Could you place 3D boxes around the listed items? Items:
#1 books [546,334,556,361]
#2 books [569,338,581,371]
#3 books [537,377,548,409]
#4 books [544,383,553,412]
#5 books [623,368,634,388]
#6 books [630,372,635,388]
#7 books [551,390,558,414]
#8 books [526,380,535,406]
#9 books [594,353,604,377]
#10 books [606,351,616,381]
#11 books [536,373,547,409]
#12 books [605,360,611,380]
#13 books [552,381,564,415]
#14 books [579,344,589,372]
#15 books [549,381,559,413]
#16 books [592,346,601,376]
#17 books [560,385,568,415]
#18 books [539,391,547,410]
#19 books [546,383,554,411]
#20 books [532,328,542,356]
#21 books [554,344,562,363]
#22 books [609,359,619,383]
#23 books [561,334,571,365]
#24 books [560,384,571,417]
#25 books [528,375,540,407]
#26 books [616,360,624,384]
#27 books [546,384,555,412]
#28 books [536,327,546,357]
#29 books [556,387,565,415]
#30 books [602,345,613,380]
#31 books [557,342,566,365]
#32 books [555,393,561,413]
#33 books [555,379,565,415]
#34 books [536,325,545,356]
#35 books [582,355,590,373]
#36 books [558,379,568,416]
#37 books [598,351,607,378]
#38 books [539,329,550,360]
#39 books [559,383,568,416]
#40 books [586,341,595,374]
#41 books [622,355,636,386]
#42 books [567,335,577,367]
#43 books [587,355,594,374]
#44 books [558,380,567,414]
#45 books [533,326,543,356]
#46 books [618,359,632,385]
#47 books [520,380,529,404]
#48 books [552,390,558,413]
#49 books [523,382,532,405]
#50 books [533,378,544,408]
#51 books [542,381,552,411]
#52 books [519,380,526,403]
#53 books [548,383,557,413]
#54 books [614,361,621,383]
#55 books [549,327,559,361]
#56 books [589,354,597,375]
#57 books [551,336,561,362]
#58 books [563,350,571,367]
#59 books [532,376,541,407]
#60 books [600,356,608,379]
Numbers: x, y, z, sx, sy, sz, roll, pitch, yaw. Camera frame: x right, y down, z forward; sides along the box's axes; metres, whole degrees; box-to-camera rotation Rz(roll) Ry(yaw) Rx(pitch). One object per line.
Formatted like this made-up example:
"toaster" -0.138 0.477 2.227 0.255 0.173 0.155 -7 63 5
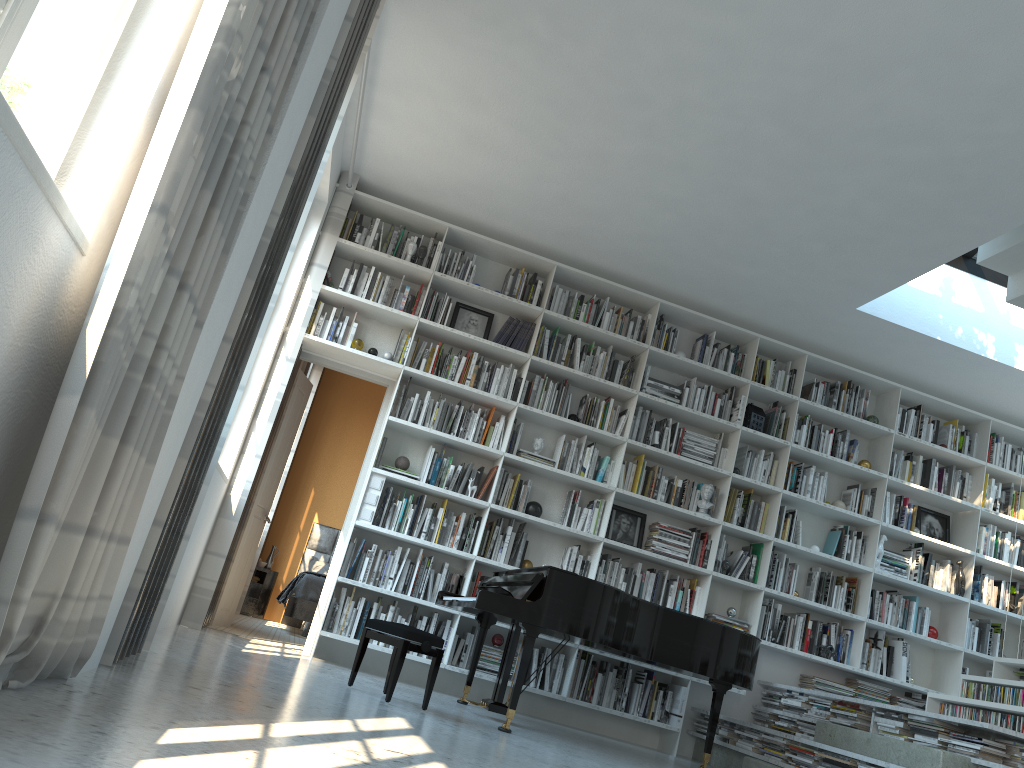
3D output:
"books" 0.266 -0.234 6.596 0.011 0.259 0.157 18 -16 -9
"books" 0.467 -0.184 6.625 0.075 0.284 0.179 18 -16 -9
"books" 0.200 0.099 6.492 0.010 0.282 0.184 18 -16 -9
"books" 0.242 0.127 6.490 0.012 0.251 0.184 18 -16 -9
"books" 0.868 -0.005 6.714 0.028 0.211 0.135 18 -16 -9
"books" 0.886 0.012 6.722 0.019 0.193 0.098 18 -16 -9
"books" 0.284 0.164 6.499 0.011 0.208 0.181 18 -16 -9
"books" 0.113 0.097 6.491 0.012 0.239 0.134 18 -16 -9
"books" 0.624 -0.103 6.642 0.021 0.225 0.192 18 -16 -9
"books" 0.717 -0.096 6.693 0.022 0.289 0.147 18 -16 -9
"books" 0.190 0.085 6.516 0.011 0.316 0.155 18 -16 -9
"books" 0.686 -0.068 6.676 0.024 0.213 0.150 18 -16 -9
"books" 0.314 0.134 6.519 0.011 0.290 0.177 18 -16 -9
"books" 0.508 -0.155 6.645 0.027 0.264 0.169 18 -16 -9
"books" 0.281 0.130 6.514 0.011 0.278 0.169 18 -16 -9
"books" 0.604 -0.132 6.669 0.026 0.285 0.138 18 -16 -9
"books" 0.355 0.155 6.537 0.004 0.283 0.167 18 -16 -9
"books" 0.201 0.153 6.499 0.029 0.186 0.149 18 -16 -9
"books" 0.248 0.131 6.516 0.010 0.261 0.170 18 -16 -9
"books" 0.156 -0.272 6.565 0.023 0.255 0.175 18 -16 -9
"books" 0.313 -0.187 6.603 0.024 0.201 0.153 18 -16 -9
"books" 0.737 -0.059 6.668 0.030 0.217 0.183 18 -16 -9
"books" 0.376 -0.215 6.617 0.023 0.292 0.156 18 -16 -9
"books" 0.367 0.152 6.521 0.011 0.286 0.189 18 -16 -9
"books" 0.137 0.083 6.492 0.026 0.278 0.151 18 -16 -9
"books" 0.780 -0.048 6.696 0.025 0.236 0.153 18 -16 -9
"books" 0.257 0.137 6.517 0.011 0.255 0.152 18 -16 -9
"books" 0.197 -0.271 6.588 0.010 0.286 0.148 18 -16 -9
"books" 0.333 0.157 6.524 0.010 0.261 0.158 18 -16 -9
"books" 0.688 -0.124 6.667 0.011 0.312 0.184 18 -16 -9
"books" 0.342 -0.189 6.603 0.029 0.218 0.158 18 -16 -9
"books" 0.309 0.177 6.535 0.012 0.216 0.133 18 -16 -9
"books" 0.332 0.129 6.538 0.004 0.320 0.153 18 -16 -9
"books" 0.184 -0.279 6.610 0.014 0.308 0.130 18 -16 -9
"books" 0.525 -0.108 6.631 0.028 0.179 0.168 18 -16 -9
"books" 0.351 0.131 6.545 0.005 0.330 0.162 18 -16 -9
"books" 0.647 -0.107 6.668 0.028 0.260 0.136 18 -16 -9
"books" 0.230 -0.251 6.599 0.067 0.273 0.168 18 -16 -9
"books" 0.353 0.144 6.541 0.005 0.304 0.163 18 -16 -9
"books" 0.560 -0.161 6.652 0.012 0.307 0.145 18 -16 -9
"books" 0.845 -0.066 6.696 0.058 0.301 0.175 18 -16 -9
"books" 0.423 -0.205 6.646 0.013 0.314 0.135 18 -16 -9
"books" 0.558 -0.106 6.666 0.024 0.211 0.128 18 -16 -9
"books" 0.344 0.137 6.545 0.005 0.315 0.157 18 -16 -9
"books" 0.173 -0.276 6.585 0.013 0.282 0.159 18 -16 -9
"books" 0.826 -0.053 6.688 0.055 0.263 0.167 18 -16 -9
"books" 0.066 0.094 6.495 0.029 0.224 0.137 18 -16 -9
"books" 0.290 0.165 6.527 0.011 0.226 0.130 18 -16 -9
"books" 0.090 0.104 6.497 0.024 0.218 0.140 18 -16 -9
"books" 0.169 0.102 6.493 0.024 0.261 0.178 18 -16 -9
"books" 0.234 0.118 6.489 0.009 0.262 0.190 18 -16 -9
"books" 0.049 0.089 6.466 0.015 0.207 0.186 18 -16 -9
"books" 0.271 0.134 6.504 0.009 0.260 0.180 18 -16 -9
"books" 0.760 -0.052 6.676 0.022 0.222 0.161 18 -16 -9
"books" 0.286 -0.258 6.597 0.012 0.314 0.172 18 -16 -9
"books" 0.580 -0.105 6.643 0.010 0.208 0.174 18 -16 -9
"books" 0.296 -0.217 6.592 0.031 0.241 0.182 18 -16 -9
"books" 0.386 -0.152 6.616 0.034 0.180 0.160 18 -16 -9
"books" 0.155 0.090 6.491 0.012 0.275 0.157 18 -16 -9
"books" 0.663 -0.087 6.664 0.013 0.230 0.142 18 -16 -9
